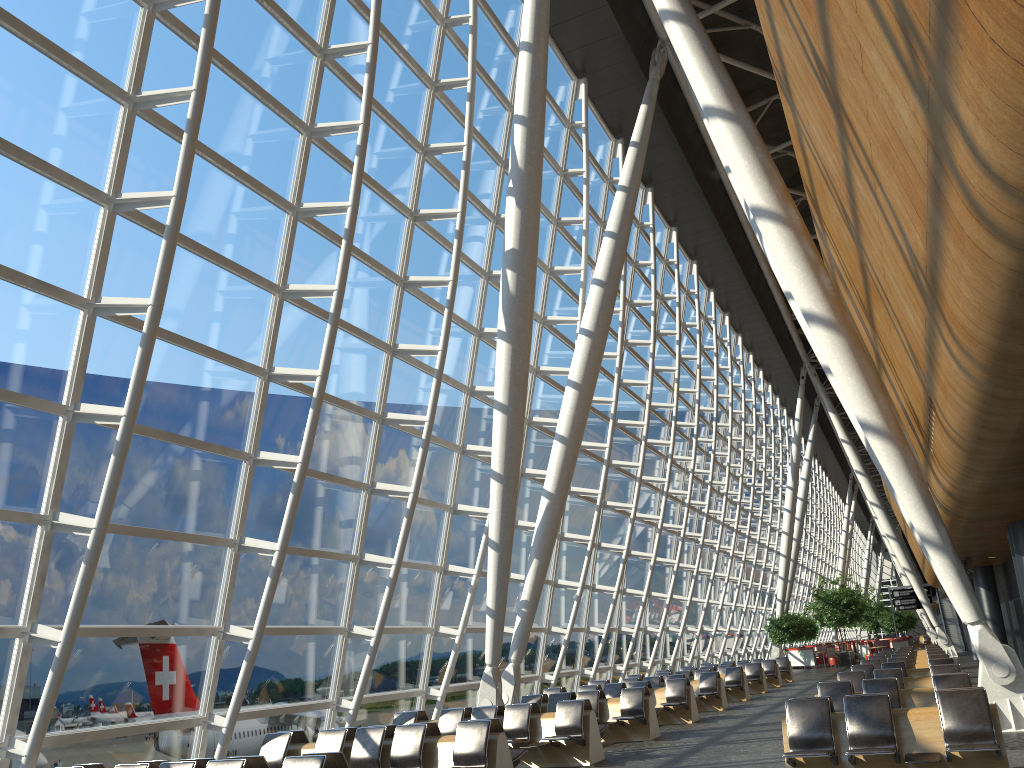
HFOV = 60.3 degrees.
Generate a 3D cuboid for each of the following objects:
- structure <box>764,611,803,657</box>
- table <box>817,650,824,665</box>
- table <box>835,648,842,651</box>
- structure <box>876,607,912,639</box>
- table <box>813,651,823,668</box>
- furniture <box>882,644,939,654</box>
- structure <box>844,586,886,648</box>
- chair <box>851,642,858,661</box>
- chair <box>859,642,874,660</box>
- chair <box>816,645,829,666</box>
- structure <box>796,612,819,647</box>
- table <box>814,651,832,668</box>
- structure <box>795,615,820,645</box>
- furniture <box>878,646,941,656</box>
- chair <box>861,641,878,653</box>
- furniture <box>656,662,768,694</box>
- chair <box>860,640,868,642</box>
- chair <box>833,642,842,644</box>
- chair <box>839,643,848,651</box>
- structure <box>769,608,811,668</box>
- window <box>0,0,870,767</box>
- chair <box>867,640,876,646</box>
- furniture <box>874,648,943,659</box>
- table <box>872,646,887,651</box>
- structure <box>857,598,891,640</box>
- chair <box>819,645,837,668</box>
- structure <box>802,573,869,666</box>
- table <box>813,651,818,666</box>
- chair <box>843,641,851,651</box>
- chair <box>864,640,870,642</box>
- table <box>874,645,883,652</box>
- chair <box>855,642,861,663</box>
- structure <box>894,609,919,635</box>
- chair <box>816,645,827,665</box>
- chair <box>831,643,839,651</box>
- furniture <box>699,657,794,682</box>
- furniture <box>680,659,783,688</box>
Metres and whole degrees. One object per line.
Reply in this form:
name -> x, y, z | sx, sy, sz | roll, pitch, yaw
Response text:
structure -> 13.158, 12.385, 42.424 | 1.731, 2.716, 1.824 | 0, -15, -18
table -> 16.360, 14.620, 47.090 | 0.800, 0.733, 0.817 | -8, -15, 9
table -> 17.940, 14.957, 48.586 | 0.800, 0.733, 0.817 | -8, -15, 9
structure -> 22.074, 14.225, 50.681 | 1.731, 2.716, 1.824 | 0, -15, -18
table -> 15.007, 13.603, 43.516 | 0.798, 0.733, 0.819 | -4, -15, -5
furniture -> 13.569, 9.343, 29.886 | 1.911, 0.849, 1.689 | -12, -18, 22
structure -> 23.440, 15.818, 58.911 | 5.783, 4.433, 3.146 | 10, -20, -42
chair -> 18.156, 13.910, 45.771 | 0.624, 0.987, 0.675 | 3, -16, -31
chair -> 17.273, 12.951, 42.507 | 0.661, 0.987, 0.637 | 0, -15, -21
chair -> 15.525, 13.629, 44.157 | 0.665, 0.987, 0.634 | 7, -18, -40
structure -> 16.129, 14.124, 48.836 | 1.782, 2.786, 1.877 | 0, -15, -18
table -> 14.821, 13.095, 41.865 | 0.798, 0.733, 0.819 | -4, -15, -5
structure -> 17.301, 15.013, 51.898 | 1.755, 2.749, 1.849 | 0, -15, -18
furniture -> 12.321, 8.598, 27.196 | 1.911, 0.849, 1.689 | -12, -18, 22
chair -> 17.782, 13.216, 43.483 | 0.622, 0.987, 0.677 | 0, -15, -21
furniture -> 5.930, 8.933, 26.486 | 3.276, 0.849, 1.689 | -12, -18, 23
chair -> 21.275, 15.772, 52.491 | 0.624, 0.987, 0.675 | 3, -16, -31
chair -> 21.084, 17.332, 57.349 | 0.622, 0.987, 0.677 | -2, -14, -11
chair -> 18.413, 15.087, 49.547 | 0.626, 0.987, 0.673 | 7, -18, -40
structure -> 14.276, 13.034, 45.082 | 1.917, 2.901, 1.910 | -5, -14, -2
window -> 23.679, 14.162, 69.158 | 3.745, 13.718, 169.194 | -10, -18, 22
chair -> 20.392, 14.812, 49.227 | 0.661, 0.987, 0.637 | 0, -15, -21
furniture -> 11.072, 7.853, 24.506 | 1.911, 0.849, 1.689 | -12, -18, 22
table -> 17.244, 12.747, 41.440 | 0.810, 0.733, 0.807 | -17, -19, 38
structure -> 22.443, 15.013, 54.387 | 2.309, 3.397, 2.243 | -15, -17, 35
chair -> 15.294, 13.226, 42.826 | 0.626, 0.987, 0.673 | 7, -18, -40
structure -> 16.406, 11.943, 44.771 | 3.106, 4.430, 5.923 | -9, -16, 15
table -> 15.660, 14.300, 45.890 | 0.810, 0.733, 0.807 | -17, -19, 38
chair -> 21.959, 17.589, 58.400 | 0.660, 0.987, 0.638 | -2, -14, -11
chair -> 21.051, 15.430, 51.353 | 0.662, 0.987, 0.636 | 3, -16, -31
table -> 18.607, 13.781, 45.069 | 0.810, 0.733, 0.807 | -17, -19, 38
chair -> 17.932, 13.568, 44.632 | 0.662, 0.987, 0.636 | 3, -16, -31
structure -> 26.687, 16.641, 59.907 | 1.882, 2.927, 1.983 | 0, -15, -18
chair -> 16.256, 14.130, 45.936 | 0.661, 0.987, 0.637 | 0, -15, -21
chair -> 18.644, 15.490, 50.878 | 0.665, 0.987, 0.634 | 7, -18, -40
furniture -> 8.427, 10.423, 31.866 | 3.276, 0.849, 1.689 | -12, -18, 23
furniture -> 7.179, 9.678, 29.176 | 3.276, 0.849, 1.689 | -12, -18, 23
